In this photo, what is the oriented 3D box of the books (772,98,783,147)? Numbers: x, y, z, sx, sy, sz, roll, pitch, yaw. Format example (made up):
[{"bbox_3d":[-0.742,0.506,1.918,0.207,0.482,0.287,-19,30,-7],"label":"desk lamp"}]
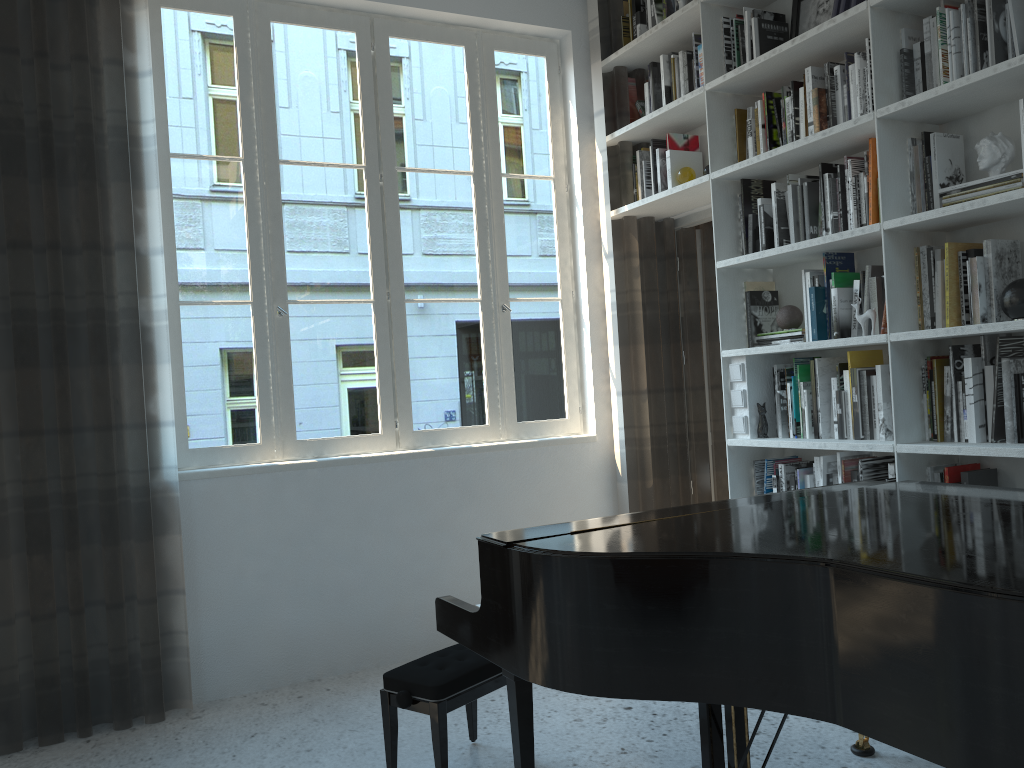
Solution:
[{"bbox_3d":[1.116,-1.016,3.545,0.134,0.249,0.047,-4,0,-27],"label":"books"}]

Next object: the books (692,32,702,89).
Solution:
[{"bbox_3d":[0.884,-1.393,3.928,0.189,0.303,0.012,-4,0,-27],"label":"books"}]

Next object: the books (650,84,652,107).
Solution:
[{"bbox_3d":[0.737,-1.344,4.222,0.171,0.228,0.023,-4,0,-27],"label":"books"}]

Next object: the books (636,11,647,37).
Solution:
[{"bbox_3d":[0.683,-1.687,4.275,0.182,0.186,0.028,-3,0,-27],"label":"books"}]

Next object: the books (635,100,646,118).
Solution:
[{"bbox_3d":[0.695,-1.314,4.358,0.129,0.176,0.121,-4,0,-27],"label":"books"}]

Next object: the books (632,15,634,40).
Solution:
[{"bbox_3d":[0.664,-1.690,4.323,0.167,0.195,0.024,-4,0,-27],"label":"books"}]

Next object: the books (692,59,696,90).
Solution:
[{"bbox_3d":[0.879,-1.347,3.979,0.138,0.212,0.028,-4,0,-27],"label":"books"}]

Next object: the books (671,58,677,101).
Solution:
[{"bbox_3d":[0.816,-1.361,4.068,0.192,0.249,0.012,-4,0,-27],"label":"books"}]

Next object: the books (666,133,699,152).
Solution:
[{"bbox_3d":[0.805,-1.017,4.143,0.179,0.299,0.013,-4,0,-27],"label":"books"}]

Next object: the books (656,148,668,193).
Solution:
[{"bbox_3d":[0.768,-0.983,4.176,0.188,0.237,0.021,-4,0,-27],"label":"books"}]

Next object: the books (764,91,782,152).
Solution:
[{"bbox_3d":[1.087,-1.028,3.563,0.164,0.277,0.011,-4,0,-27],"label":"books"}]

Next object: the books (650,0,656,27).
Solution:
[{"bbox_3d":[0.735,-1.701,4.166,0.175,0.206,0.030,-4,0,-27],"label":"books"}]

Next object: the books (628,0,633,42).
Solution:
[{"bbox_3d":[0.650,-1.735,4.339,0.175,0.286,0.014,-4,0,-27],"label":"books"}]

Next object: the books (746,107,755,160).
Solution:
[{"bbox_3d":[1.044,-1.015,3.694,0.153,0.258,0.062,-4,0,-27],"label":"books"}]

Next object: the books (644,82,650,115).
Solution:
[{"bbox_3d":[0.719,-1.337,4.284,0.166,0.218,0.034,-4,0,-27],"label":"books"}]

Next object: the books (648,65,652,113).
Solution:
[{"bbox_3d":[0.729,-1.378,4.264,0.162,0.296,0.011,-4,0,-27],"label":"books"}]

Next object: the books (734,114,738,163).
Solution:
[{"bbox_3d":[1.014,-1.010,3.758,0.161,0.254,0.012,-4,0,-27],"label":"books"}]

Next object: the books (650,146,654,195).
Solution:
[{"bbox_3d":[0.743,-1.003,4.280,0.156,0.281,0.022,-4,0,-27],"label":"books"}]

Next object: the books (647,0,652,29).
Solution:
[{"bbox_3d":[0.728,-1.739,4.195,0.189,0.283,0.028,-4,0,-27],"label":"books"}]

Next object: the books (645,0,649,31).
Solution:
[{"bbox_3d":[0.710,-1.737,4.235,0.160,0.281,0.010,-4,0,-27],"label":"books"}]

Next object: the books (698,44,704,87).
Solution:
[{"bbox_3d":[0.904,-1.357,3.879,0.191,0.229,0.029,-4,0,-27],"label":"books"}]

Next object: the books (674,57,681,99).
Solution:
[{"bbox_3d":[0.823,-1.359,4.053,0.173,0.244,0.021,-4,0,-27],"label":"books"}]

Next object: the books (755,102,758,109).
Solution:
[{"bbox_3d":[1.065,-1.019,3.635,0.150,0.263,0.010,-4,0,-27],"label":"books"}]

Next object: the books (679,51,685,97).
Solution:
[{"bbox_3d":[0.837,-1.368,4.021,0.167,0.261,0.025,-4,0,-27],"label":"books"}]

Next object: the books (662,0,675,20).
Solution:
[{"bbox_3d":[0.778,-1.743,4.097,0.181,0.282,0.039,-4,0,-27],"label":"books"}]

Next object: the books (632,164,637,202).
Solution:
[{"bbox_3d":[0.677,-0.971,4.396,0.179,0.228,0.013,-4,0,-27],"label":"books"}]

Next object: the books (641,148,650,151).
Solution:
[{"bbox_3d":[0.707,-1.011,4.383,0.135,0.303,0.013,-4,0,-27],"label":"books"}]

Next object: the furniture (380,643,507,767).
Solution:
[{"bbox_3d":[-0.173,1.014,2.741,0.240,0.353,0.467,-3,0,38],"label":"furniture"}]

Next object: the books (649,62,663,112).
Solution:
[{"bbox_3d":[0.741,-1.372,4.199,0.186,0.282,0.023,-4,0,-27],"label":"books"}]

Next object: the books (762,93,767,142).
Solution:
[{"bbox_3d":[1.089,-1.030,3.582,0.164,0.281,0.020,-4,0,-27],"label":"books"}]

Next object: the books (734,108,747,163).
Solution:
[{"bbox_3d":[1.013,-1.015,3.720,0.180,0.263,0.012,-4,0,-27],"label":"books"}]

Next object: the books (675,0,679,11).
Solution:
[{"bbox_3d":[0.806,-1.756,4.048,0.145,0.304,0.014,-4,0,-27],"label":"books"}]

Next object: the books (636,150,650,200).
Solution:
[{"bbox_3d":[0.696,-1.000,4.357,0.170,0.281,0.023,-4,0,-27],"label":"books"}]

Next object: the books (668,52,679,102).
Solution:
[{"bbox_3d":[0.805,-1.381,4.105,0.155,0.292,0.037,-4,0,-27],"label":"books"}]

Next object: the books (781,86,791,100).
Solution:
[{"bbox_3d":[1.134,-1.031,3.508,0.150,0.277,0.012,-4,0,-27],"label":"books"}]

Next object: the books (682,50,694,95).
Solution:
[{"bbox_3d":[0.849,-1.364,3.996,0.165,0.251,0.030,-4,0,-27],"label":"books"}]

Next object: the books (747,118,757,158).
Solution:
[{"bbox_3d":[1.045,-0.984,3.644,0.175,0.195,0.026,-4,0,-27],"label":"books"}]

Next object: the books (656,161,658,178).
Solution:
[{"bbox_3d":[0.771,-0.961,4.213,0.181,0.193,0.024,-4,0,-27],"label":"books"}]

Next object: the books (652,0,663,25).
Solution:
[{"bbox_3d":[0.743,-1.730,4.133,0.190,0.262,0.057,-4,0,-27],"label":"books"}]

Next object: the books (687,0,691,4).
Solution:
[{"bbox_3d":[0.849,-1.729,3.950,0.167,0.244,0.025,-4,0,-27],"label":"books"}]

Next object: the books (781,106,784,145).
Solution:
[{"bbox_3d":[1.134,-1.008,3.521,0.149,0.230,0.012,-4,0,-27],"label":"books"}]

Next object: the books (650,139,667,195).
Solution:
[{"bbox_3d":[0.747,-1.012,4.223,0.187,0.297,0.013,-4,0,-27],"label":"books"}]

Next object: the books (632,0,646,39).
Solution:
[{"bbox_3d":[0.668,-1.728,4.299,0.177,0.269,0.025,-4,0,-27],"label":"books"}]

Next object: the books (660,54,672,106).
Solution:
[{"bbox_3d":[0.775,-1.376,4.122,0.179,0.286,0.021,-4,0,-27],"label":"books"}]

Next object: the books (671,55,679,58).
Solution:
[{"bbox_3d":[0.810,-1.370,4.079,0.162,0.269,0.013,-4,0,-27],"label":"books"}]

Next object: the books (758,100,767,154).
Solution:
[{"bbox_3d":[1.079,-1.015,3.594,0.187,0.252,0.014,-4,0,-27],"label":"books"}]

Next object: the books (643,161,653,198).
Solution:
[{"bbox_3d":[0.718,-0.971,4.317,0.181,0.220,0.010,-4,0,-27],"label":"books"}]

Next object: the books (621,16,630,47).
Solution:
[{"bbox_3d":[0.622,-1.699,4.392,0.188,0.219,0.014,-4,0,-27],"label":"books"}]

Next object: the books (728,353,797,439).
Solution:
[{"bbox_3d":[1.056,0.049,3.700,0.307,0.340,0.106,-4,0,-27],"label":"books"}]

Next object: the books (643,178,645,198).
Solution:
[{"bbox_3d":[0.717,-0.959,4.338,0.160,0.197,0.029,-4,0,-27],"label":"books"}]

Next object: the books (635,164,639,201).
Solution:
[{"bbox_3d":[0.684,-0.969,4.385,0.162,0.222,0.013,-4,0,-27],"label":"books"}]

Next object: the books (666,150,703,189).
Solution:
[{"bbox_3d":[0.805,-0.973,4.119,0.187,0.211,0.029,-4,0,-27],"label":"books"}]

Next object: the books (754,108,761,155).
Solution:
[{"bbox_3d":[1.071,-1.003,3.615,0.172,0.230,0.030,-4,0,-27],"label":"books"}]
